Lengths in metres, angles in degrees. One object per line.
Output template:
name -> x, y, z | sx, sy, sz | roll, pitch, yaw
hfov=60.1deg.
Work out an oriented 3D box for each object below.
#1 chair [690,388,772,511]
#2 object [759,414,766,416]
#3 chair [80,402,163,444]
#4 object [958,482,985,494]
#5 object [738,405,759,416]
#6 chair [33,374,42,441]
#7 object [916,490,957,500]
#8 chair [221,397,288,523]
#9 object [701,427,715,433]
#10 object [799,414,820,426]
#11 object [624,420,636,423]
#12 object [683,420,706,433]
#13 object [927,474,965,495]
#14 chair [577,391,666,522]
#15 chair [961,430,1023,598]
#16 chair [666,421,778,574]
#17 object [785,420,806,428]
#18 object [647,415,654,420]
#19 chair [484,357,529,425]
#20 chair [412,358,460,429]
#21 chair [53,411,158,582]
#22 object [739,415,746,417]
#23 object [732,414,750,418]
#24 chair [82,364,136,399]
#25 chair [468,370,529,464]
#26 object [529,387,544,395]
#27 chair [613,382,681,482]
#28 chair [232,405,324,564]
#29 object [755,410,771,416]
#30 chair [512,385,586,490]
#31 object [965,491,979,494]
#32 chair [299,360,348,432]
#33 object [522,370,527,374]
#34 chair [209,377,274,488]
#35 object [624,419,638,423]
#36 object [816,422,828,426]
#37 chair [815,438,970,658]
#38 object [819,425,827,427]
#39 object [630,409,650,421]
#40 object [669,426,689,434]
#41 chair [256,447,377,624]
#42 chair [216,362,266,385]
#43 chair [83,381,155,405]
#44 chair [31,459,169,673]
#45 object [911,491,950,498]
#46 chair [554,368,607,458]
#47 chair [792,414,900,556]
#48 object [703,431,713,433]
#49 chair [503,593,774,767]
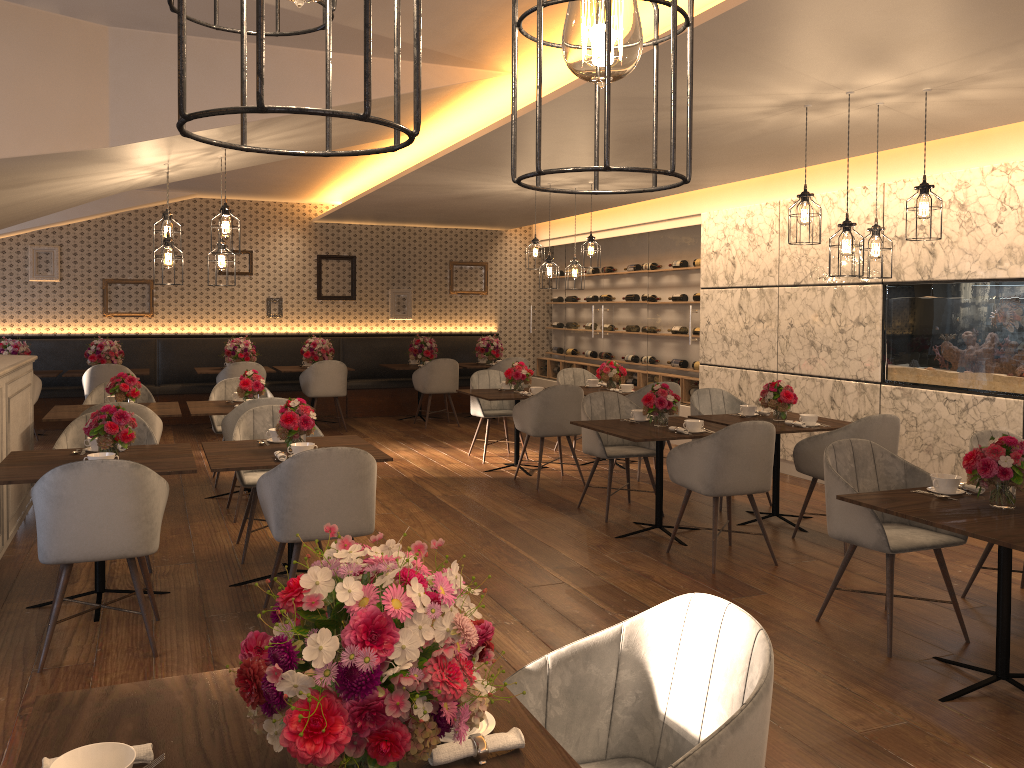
chair -> 1.674, 0.488, 6.897 | 0.565, 0.871, 0.527 | -1, 3, -22
object -> 1.825, 0.220, 6.567 | 0.025, 0.024, 0.193 | -1, 5, -22
chair -> -2.681, 0.532, 6.036 | 0.565, 0.871, 0.527 | -1, 3, -22
object -> 1.975, 0.447, 3.860 | 0.056, 0.039, 0.176 | -1, 5, -22
object -> 1.748, 0.197, 6.545 | 0.148, 0.072, 0.148 | -4, 6, -45
chair -> -5.341, 0.220, 9.430 | 0.565, 0.871, 0.527 | -1, 3, -22
object -> 1.807, 0.472, 3.764 | 0.022, 0.004, 0.211 | -2, 5, -22
chair -> -1.793, 0.507, 6.398 | 0.565, 0.871, 0.527 | -1, 3, -22
object -> 1.258, 0.294, 5.710 | 0.043, 0.015, 0.198 | -2, 5, -26
object -> 2.011, 0.246, 5.996 | 0.148, 0.072, 0.148 | -4, 6, -45
object -> 0.800, 0.254, 6.138 | 0.043, 0.015, 0.198 | -2, 5, -26
object -> 1.160, 0.270, 5.649 | 0.148, 0.072, 0.148 | -4, 6, -45
object -> 1.870, 0.433, 3.816 | 0.148, 0.072, 0.148 | 2, 5, 20
chair -> 0.785, 0.513, 6.535 | 0.565, 0.871, 0.527 | -1, 3, -22
chair -> 2.648, 0.700, 4.511 | 0.565, 0.871, 0.527 | -1, 3, -22
chair -> 1.273, 0.623, 5.300 | 0.565, 0.871, 0.527 | -1, 3, -22
object -> 1.906, 0.266, 5.953 | 0.056, 0.039, 0.176 | -1, 5, -22
object -> 1.002, 0.235, 6.242 | 0.056, 0.039, 0.176 | -1, 5, -22
chair -> -0.054, 0.071, 11.588 | 0.565, 0.871, 0.527 | -1, 3, -22
chair -> -0.943, 0.096, 11.225 | 0.565, 0.871, 0.527 | -1, 3, -22
chair -> -2.334, 0.615, 5.103 | 0.565, 0.871, 0.527 | -1, 3, -22
object -> 1.657, 0.230, 6.489 | 0.043, 0.015, 0.198 | -1, 5, -18
object -> 1.685, 0.236, 6.493 | 0.022, 0.004, 0.211 | -2, 5, -22
chair -> -4.453, 0.195, 9.793 | 0.565, 0.871, 0.527 | -1, 3, -22
chair -> -0.151, 0.308, 8.828 | 0.565, 0.871, 0.527 | -1, 3, -22
object -> 0.224, 0.066, 7.943 | 0.148, 0.072, 0.148 | -4, 6, -45
chair -> 1.225, 0.393, 7.955 | 0.565, 0.871, 0.527 | -1, 3, -22
chair -> -1.446, 0.590, 5.465 | 0.565, 0.871, 0.527 | -1, 3, -22
object -> 1.853, 0.211, 6.589 | 0.056, 0.039, 0.176 | -1, 5, -22
chair -> 0.337, 0.418, 7.593 | 0.565, 0.871, 0.527 | -1, 3, -22
object -> 1.947, 0.456, 3.838 | 0.025, 0.024, 0.193 | -1, 5, -22
chair -> -2.254, 0.133, 10.690 | 0.565, 0.871, 0.527 | -1, 3, -22
object -> 0.096, -0.108, 8.165 | 0.077, 0.052, 0.045 | 3, 4, 30
chair -> -2.324, 0.398, 7.616 | 0.565, 0.871, 0.527 | -1, 3, -22
object -> 0.835, 0.260, 6.145 | 0.022, 0.004, 0.211 | -2, 5, -22
object -> 2.108, 0.270, 6.057 | 0.043, 0.015, 0.198 | -2, 5, -26
chair -> 1.760, 0.726, 4.149 | 0.565, 0.871, 0.527 | -1, 3, -22
object -> 2.073, 0.276, 6.051 | 0.022, 0.004, 0.211 | -2, 5, -22
object -> 0.897, 0.221, 6.198 | 0.148, 0.072, 0.148 | -4, 6, -45
object -> 1.055, 0.290, 5.606 | 0.056, 0.039, 0.176 | -1, 5, -22
chair -> -0.915, 0.698, 4.248 | 0.565, 0.871, 0.527 | -1, 3, -22
chair -> -3.142, 0.158, 10.328 | 0.565, 0.871, 0.527 | -1, 3, -22
chair -> -3.212, 0.423, 7.253 | 0.565, 0.871, 0.527 | -1, 3, -22
chair -> -1.803, 0.724, 3.885 | 0.565, 0.871, 0.527 | -1, 3, -22
object -> 1.772, 0.467, 3.756 | 0.043, 0.015, 0.198 | -2, 5, -26
chair -> 0.737, 0.283, 9.190 | 0.565, 0.871, 0.527 | -1, 3, -22
chair -> 2.161, 0.598, 5.662 | 0.565, 0.871, 0.527 | -1, 3, -22
object -> 1.222, 0.301, 5.703 | 0.022, 0.004, 0.211 | -2, 5, -22
chair -> 0.234, 0.915, 1.830 | 0.526, 0.871, 0.566 | -1, 3, -22
